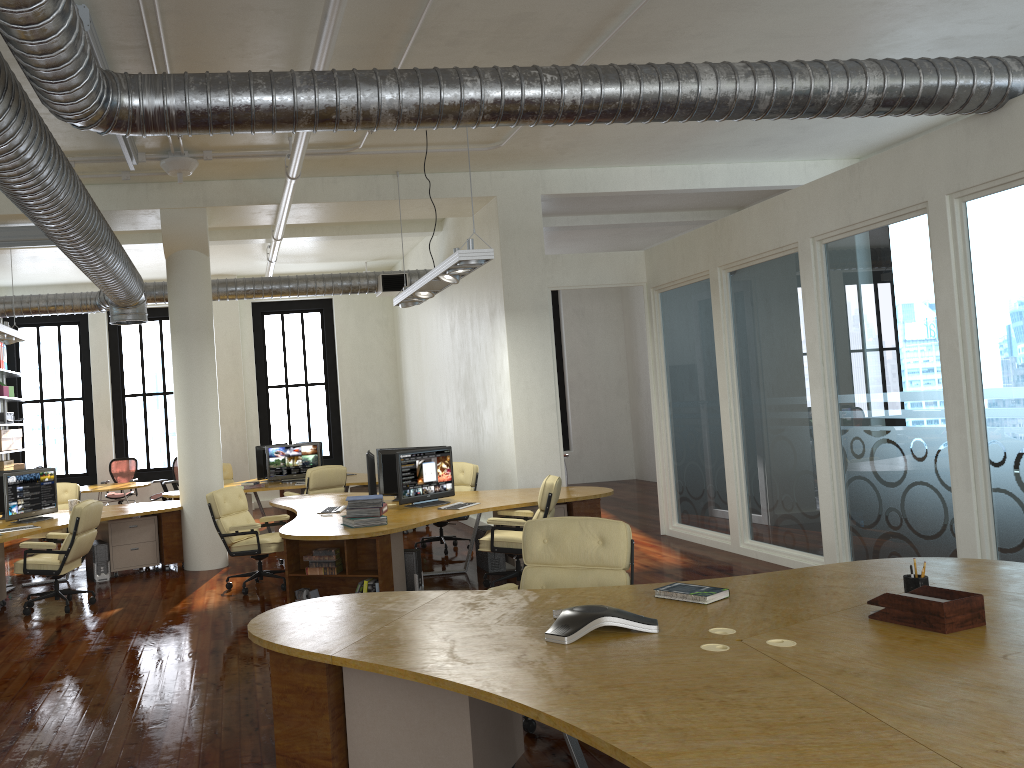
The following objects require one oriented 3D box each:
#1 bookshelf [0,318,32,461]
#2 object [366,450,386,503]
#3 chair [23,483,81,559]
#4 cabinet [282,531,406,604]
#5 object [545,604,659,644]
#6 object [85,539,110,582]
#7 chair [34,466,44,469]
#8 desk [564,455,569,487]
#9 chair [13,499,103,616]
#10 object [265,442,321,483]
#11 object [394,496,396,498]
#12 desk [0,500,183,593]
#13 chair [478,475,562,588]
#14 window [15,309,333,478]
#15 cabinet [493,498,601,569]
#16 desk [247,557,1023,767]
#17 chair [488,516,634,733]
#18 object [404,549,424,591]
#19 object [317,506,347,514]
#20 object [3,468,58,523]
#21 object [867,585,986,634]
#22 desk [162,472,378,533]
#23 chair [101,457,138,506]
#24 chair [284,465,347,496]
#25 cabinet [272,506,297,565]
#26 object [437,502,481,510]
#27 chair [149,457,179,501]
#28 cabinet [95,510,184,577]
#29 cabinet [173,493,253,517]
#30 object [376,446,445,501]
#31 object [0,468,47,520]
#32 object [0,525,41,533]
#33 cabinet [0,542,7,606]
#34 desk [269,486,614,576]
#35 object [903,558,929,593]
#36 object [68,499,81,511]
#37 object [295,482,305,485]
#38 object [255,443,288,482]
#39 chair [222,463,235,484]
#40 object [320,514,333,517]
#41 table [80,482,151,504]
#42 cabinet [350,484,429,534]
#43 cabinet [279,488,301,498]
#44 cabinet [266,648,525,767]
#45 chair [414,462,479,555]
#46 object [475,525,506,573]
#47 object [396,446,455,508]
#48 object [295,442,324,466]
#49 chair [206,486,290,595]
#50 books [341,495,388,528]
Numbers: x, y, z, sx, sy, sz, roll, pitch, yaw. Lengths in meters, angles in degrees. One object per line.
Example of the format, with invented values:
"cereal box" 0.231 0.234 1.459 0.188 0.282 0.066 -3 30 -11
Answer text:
"bookshelf" -8.642 0.427 14.612 0.630 4.604 3.743 -4 -2 -17
"object" -1.450 0.962 9.022 0.289 0.552 0.812 -4 -1 -7
"chair" -5.996 1.818 11.499 0.718 1.021 0.781 -4 -2 -3
"cabinet" -1.385 1.594 7.693 0.944 0.709 0.832 -4 -2 18
"object" 0.319 0.968 3.712 0.494 0.093 0.454 -3 -1 -17
"object" -4.729 2.013 10.117 0.165 0.411 0.522 -3 -2 -35
"chair" -7.527 1.918 14.691 0.746 1.158 0.740 -4 -2 -8
"desk" 0.012 1.688 16.451 1.559 0.695 1.662 -4 -1 -13
"chair" -4.383 1.652 8.581 0.782 1.021 0.716 -4 -2 -2
"object" -3.205 1.160 13.036 0.773 0.552 0.303 -4 -2 -14
"object" -1.019 1.216 9.651 0.508 0.016 0.214 -4 -1 20
"desk" -5.940 1.924 10.095 3.803 0.734 3.564 -4 -1 26
"chair" 0.075 1.348 8.040 0.821 1.021 0.681 -4 -2 13
"window" 3.944 0.198 1.757 66.948 14.087 50.620 -3 -1 -28
"cabinet" 0.338 1.511 9.143 0.861 0.709 0.915 -4 -1 -13
"desk" 1.185 1.322 3.548 3.190 0.734 4.244 -3 -1 -36
"chair" 0.276 1.268 4.805 0.780 1.021 0.714 -5 -2 27
"object" -1.068 1.731 8.121 0.513 0.411 0.168 -4 -2 21
"object" -1.791 1.249 8.825 0.232 0.016 0.469 -4 -1 -1
"object" -5.282 1.229 9.761 0.309 0.552 0.759 -4 -2 14
"object" 1.603 0.866 3.448 0.209 0.116 0.334 -3 -1 -29
"desk" -3.220 1.819 13.694 3.843 0.734 3.552 -4 -1 -6
"chair" -6.859 1.893 15.631 0.724 1.158 0.763 -4 -2 -4
"chair" -2.651 1.608 11.974 0.648 1.021 0.857 -2 -2 -43
"cabinet" -2.121 1.693 10.160 0.800 0.709 0.977 -3 -2 -42
"object" -0.500 1.156 8.431 0.249 0.016 0.435 -4 -1 26
"chair" -8.103 1.910 12.459 7.158 1.158 1.041 -3 -2 -44
"cabinet" -4.439 1.854 10.567 0.811 0.709 0.965 -3 -2 -35
"cabinet" -4.215 1.880 12.572 0.808 0.709 0.968 -3 -2 -38
"object" -1.046 0.942 9.340 0.873 0.552 0.268 -5 -2 25
"object" -5.706 1.267 10.252 0.814 0.552 0.288 -4 -2 2
"object" -5.011 1.463 8.922 0.252 0.016 0.429 -5 -2 43
"cabinet" -5.328 1.869 8.459 0.880 0.709 0.896 -4 -1 -5
"desk" -1.350 1.607 9.311 3.515 0.734 3.848 -3 -2 -42
"object" 1.708 0.835 3.750 0.088 0.185 0.089 -4 -2 -4
"object" -5.288 1.462 10.709 0.118 0.131 0.130 -5 -2 28
"object" -2.821 1.393 12.515 0.479 0.016 0.227 -4 -1 1
"object" -3.655 1.200 13.544 0.316 0.552 0.740 -5 -2 25
"chair" -4.608 1.781 14.138 0.651 1.021 0.854 -3 -2 -38
"object" -1.762 1.240 8.389 0.103 0.015 0.143 -3 -1 -25
"table" -6.701 2.068 14.661 1.564 0.745 1.402 -4 -1 14
"cabinet" -1.746 1.719 12.606 0.959 0.709 0.818 -4 -2 23
"cabinet" -3.434 1.873 14.737 0.872 0.709 0.904 -4 -1 -8
"cabinet" -0.492 1.461 4.063 0.960 0.709 0.816 -5 -2 24
"chair" -0.836 1.459 10.527 0.705 1.021 0.787 -2 -2 -43
"object" -0.234 1.698 9.172 0.173 0.411 0.498 -4 -2 -16
"object" -0.841 0.916 8.757 0.321 0.552 0.729 -6 -2 43
"object" -3.100 1.164 13.586 0.264 0.552 0.884 -3 -2 -39
"chair" -2.594 1.542 8.934 0.832 1.021 0.671 -5 -2 18
"books" -1.274 1.085 7.574 0.417 0.227 0.457 -4 -1 -2
